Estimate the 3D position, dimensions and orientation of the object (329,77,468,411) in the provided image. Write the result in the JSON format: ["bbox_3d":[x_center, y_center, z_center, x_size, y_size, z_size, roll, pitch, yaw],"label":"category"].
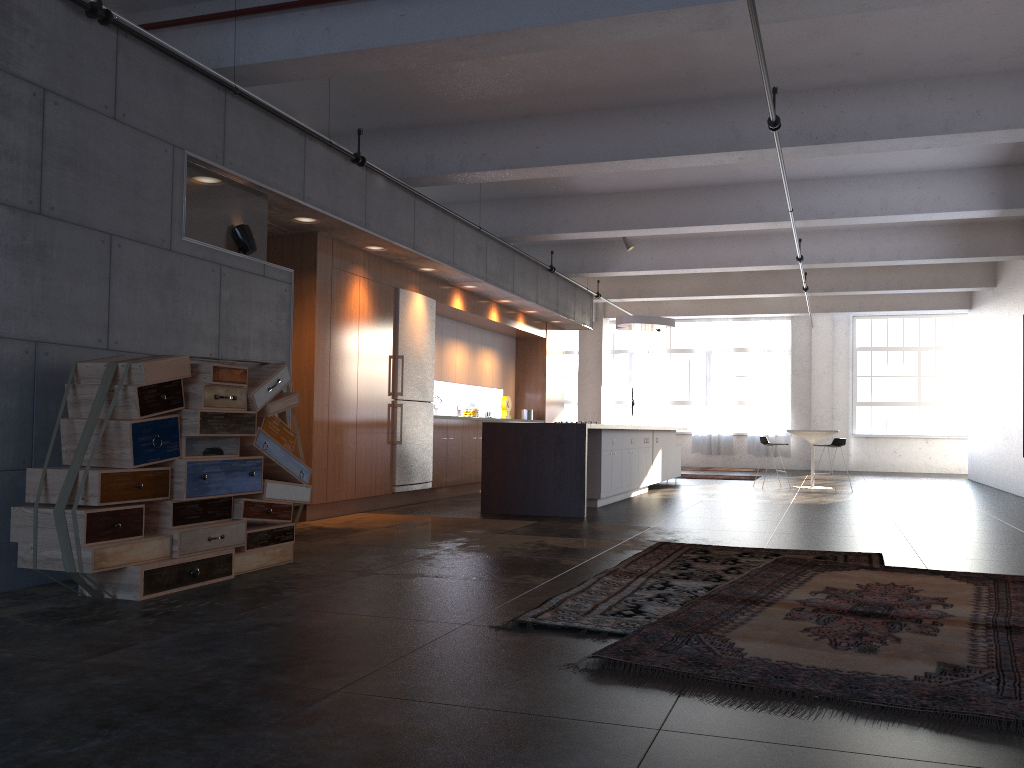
[{"bbox_3d":[-0.666,0.369,12.938,0.051,0.059,0.058,3,-3,-36],"label":"object"}]

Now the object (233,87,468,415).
[{"bbox_3d":[-0.660,0.432,13.003,0.052,0.053,0.061,2,-3,-28],"label":"object"}]

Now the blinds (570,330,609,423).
[{"bbox_3d":[2.053,-0.047,23.187,1.013,3.711,0.319,0,-2,17],"label":"blinds"}]

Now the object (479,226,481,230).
[{"bbox_3d":[-0.602,0.422,13.045,0.051,0.053,0.063,0,-3,26],"label":"object"}]

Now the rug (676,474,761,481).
[{"bbox_3d":[3.418,1.824,17.618,2.848,0.029,1.880,0,-3,19],"label":"rug"}]

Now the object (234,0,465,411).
[{"bbox_3d":[-0.686,0.385,13.001,0.052,0.053,0.062,2,-3,-23],"label":"object"}]

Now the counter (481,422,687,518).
[{"bbox_3d":[1.357,1.065,12.373,1.127,0.970,6.747,0,-3,20],"label":"counter"}]

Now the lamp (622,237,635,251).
[{"bbox_3d":[1.777,-2.183,13.577,0.221,0.286,0.132,1,-2,2],"label":"lamp"}]

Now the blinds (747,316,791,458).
[{"bbox_3d":[6.340,-0.068,21.774,1.017,3.748,0.346,0,-2,16],"label":"blinds"}]

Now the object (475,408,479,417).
[{"bbox_3d":[-0.553,0.429,13.696,0.059,0.209,0.146,0,-2,20],"label":"object"}]

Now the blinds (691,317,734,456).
[{"bbox_3d":[5.050,-0.061,22.183,1.024,3.695,0.343,0,-2,15],"label":"blinds"}]

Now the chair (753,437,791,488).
[{"bbox_3d":[4.242,1.308,14.435,0.507,0.895,0.462,1,-2,-4],"label":"chair"}]

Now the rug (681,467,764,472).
[{"bbox_3d":[4.398,2.031,21.233,3.091,0.009,1.839,0,-3,18],"label":"rug"}]

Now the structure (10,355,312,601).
[{"bbox_3d":[-1.883,0.483,5.248,0.630,1.314,1.939,0,-3,20],"label":"structure"}]

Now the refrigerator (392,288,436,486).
[{"bbox_3d":[-1.177,0.053,10.270,0.217,2.189,0.967,0,-2,17],"label":"refrigerator"}]

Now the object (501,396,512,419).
[{"bbox_3d":[-0.087,0.383,14.220,0.098,0.381,0.278,0,-2,20],"label":"object"}]

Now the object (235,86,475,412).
[{"bbox_3d":[-1.249,-0.848,9.631,0.053,2.167,6.928,1,-3,12],"label":"object"}]

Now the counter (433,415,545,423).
[{"bbox_3d":[-0.958,0.517,13.088,1.586,0.039,4.521,0,-3,20],"label":"counter"}]

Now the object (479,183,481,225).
[{"bbox_3d":[-0.584,0.416,12.992,0.065,0.053,0.050,2,-3,-33],"label":"object"}]

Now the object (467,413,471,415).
[{"bbox_3d":[-0.626,0.446,12.922,0.052,0.053,0.062,1,-2,1],"label":"object"}]

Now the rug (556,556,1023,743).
[{"bbox_3d":[1.760,1.121,4.335,1.843,0.048,3.588,-1,-3,29],"label":"rug"}]

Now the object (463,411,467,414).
[{"bbox_3d":[-0.685,0.418,12.946,0.053,0.053,0.062,0,-2,10],"label":"object"}]

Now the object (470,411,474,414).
[{"bbox_3d":[-0.477,-0.727,11.779,0.053,2.226,2.405,1,-2,-4],"label":"object"}]

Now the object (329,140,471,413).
[{"bbox_3d":[-1.069,-0.815,10.221,0.056,2.188,5.676,1,-3,9],"label":"object"}]

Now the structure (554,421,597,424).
[{"bbox_3d":[0.846,0.527,11.562,0.505,0.071,0.649,0,-3,19],"label":"structure"}]

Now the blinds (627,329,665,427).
[{"bbox_3d":[3.455,-0.048,22.705,1.019,3.672,0.365,0,-2,17],"label":"blinds"}]

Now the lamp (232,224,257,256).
[{"bbox_3d":[-2.018,-1.067,6.629,0.212,0.258,0.171,1,-2,0],"label":"lamp"}]

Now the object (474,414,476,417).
[{"bbox_3d":[-0.562,0.471,12.980,0.061,0.053,0.054,1,-2,6],"label":"object"}]

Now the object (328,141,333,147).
[{"bbox_3d":[-0.581,0.377,13.047,0.062,0.051,0.053,0,-2,11],"label":"object"}]

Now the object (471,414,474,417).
[{"bbox_3d":[0.341,-0.589,14.102,0.056,2.308,2.980,0,-3,38],"label":"object"}]

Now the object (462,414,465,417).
[{"bbox_3d":[-4.145,0.661,7.458,0.053,1.094,12.995,0,-3,32],"label":"object"}]

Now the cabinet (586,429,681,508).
[{"bbox_3d":[1.577,1.127,12.951,0.910,0.929,5.725,0,-3,20],"label":"cabinet"}]

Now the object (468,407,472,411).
[{"bbox_3d":[-1.793,-0.944,8.209,0.058,2.163,10.004,1,-3,14],"label":"object"}]

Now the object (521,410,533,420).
[{"bbox_3d":[0.255,0.516,14.781,0.193,0.170,0.188,2,-3,-22],"label":"object"}]

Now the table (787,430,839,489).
[{"bbox_3d":[4.942,1.235,14.555,0.818,0.951,0.840,0,-2,19],"label":"table"}]

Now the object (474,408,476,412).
[{"bbox_3d":[-0.548,0.380,13.007,0.056,0.060,0.054,-1,-3,42],"label":"object"}]

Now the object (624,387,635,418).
[{"bbox_3d":[2.696,1.035,20.772,1.165,1.918,1.070,0,-2,19],"label":"object"}]

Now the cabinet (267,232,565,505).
[{"bbox_3d":[-1.565,0.061,12.506,2.349,2.560,8.217,0,-3,20],"label":"cabinet"}]

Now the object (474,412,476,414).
[{"bbox_3d":[-3.806,-0.960,8.055,0.061,2.208,12.051,0,-3,33],"label":"object"}]

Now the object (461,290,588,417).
[{"bbox_3d":[-4.270,0.599,7.449,0.932,1.214,13.436,0,-3,30],"label":"object"}]

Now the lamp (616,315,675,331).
[{"bbox_3d":[2.149,-1.029,15.104,1.025,0.130,1.062,2,-3,-25],"label":"lamp"}]
